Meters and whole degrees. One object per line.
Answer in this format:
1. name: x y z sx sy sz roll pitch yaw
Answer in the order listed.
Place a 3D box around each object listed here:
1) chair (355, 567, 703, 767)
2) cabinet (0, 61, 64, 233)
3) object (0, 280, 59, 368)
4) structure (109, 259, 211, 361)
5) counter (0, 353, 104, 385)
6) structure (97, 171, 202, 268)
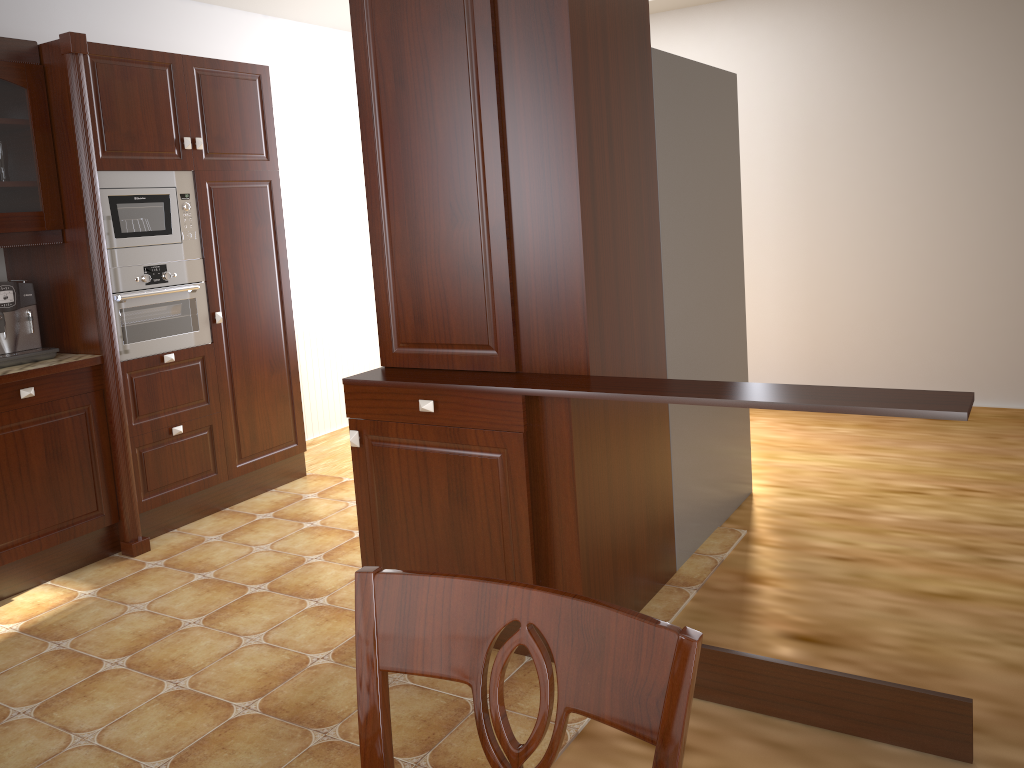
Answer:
1. chair: -0.076 0.590 0.639 0.405 0.738 0.464 1 9 32
2. cabinet: -1.930 -0.623 1.910 1.369 0.771 2.812 2 13 31
3. object: -1.983 -0.239 3.413 0.323 0.318 0.277 2 10 31
4. structure: -1.477 -0.319 3.717 0.041 0.371 0.500 0 10 31
5. counter: -2.044 0.200 2.115 1.825 0.032 2.814 3 13 31
6. structure: -1.639 -0.699 3.754 0.317 0.382 0.500 1 11 31
